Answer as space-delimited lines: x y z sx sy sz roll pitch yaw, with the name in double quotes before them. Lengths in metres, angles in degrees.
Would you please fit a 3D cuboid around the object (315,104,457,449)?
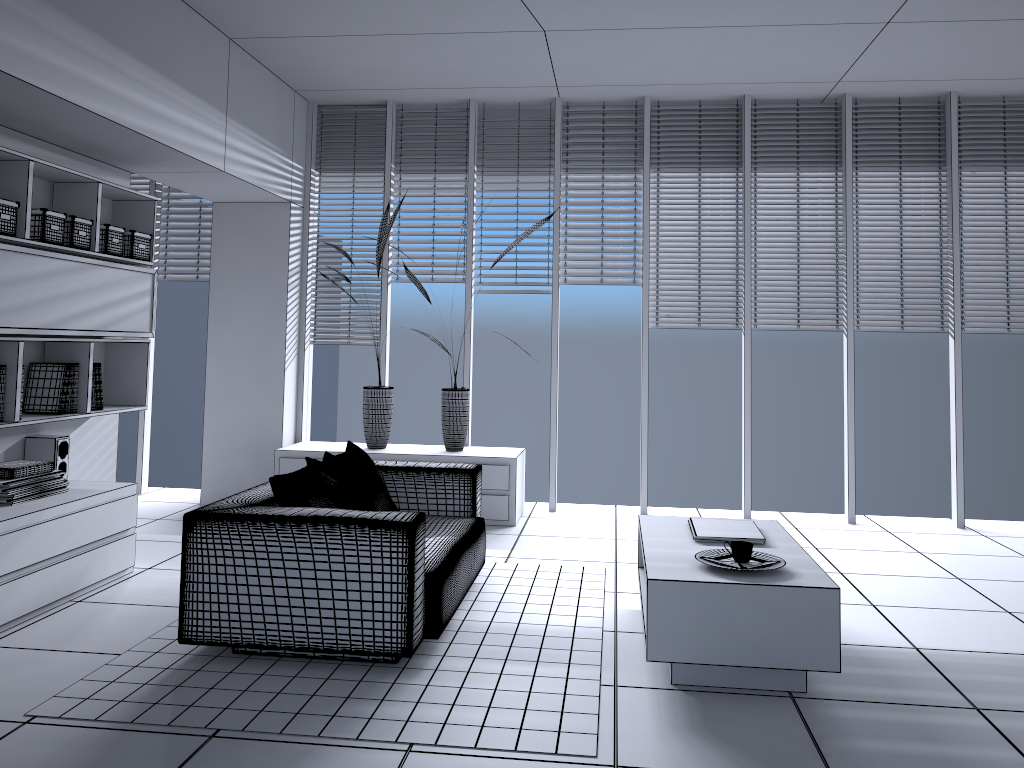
"object" -0.923 -1.050 6.526 1.426 3.004 0.492 -1 -4 35

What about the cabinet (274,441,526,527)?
"cabinet" -0.772 0.687 6.220 1.675 0.452 0.595 1 0 7

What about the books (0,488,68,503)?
"books" -2.306 0.510 4.079 0.285 0.008 0.414 1 2 8

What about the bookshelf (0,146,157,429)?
"bookshelf" -2.419 -0.426 3.813 0.327 1.256 2.811 1 1 7

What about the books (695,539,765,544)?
"books" 0.935 0.648 3.861 0.285 0.008 0.414 1 2 8

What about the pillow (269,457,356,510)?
"pillow" -0.807 0.545 3.761 0.340 0.391 0.566 1 0 4

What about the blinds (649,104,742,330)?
"blinds" 1.374 -1.250 6.543 0.715 1.700 0.047 1 -4 7

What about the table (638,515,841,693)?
"table" 0.859 0.857 3.611 0.650 0.390 1.198 1 2 7

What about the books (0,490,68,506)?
"books" -2.307 0.519 4.072 0.285 0.008 0.414 1 2 8

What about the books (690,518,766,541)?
"books" 0.934 0.633 3.851 0.285 0.008 0.414 1 2 8

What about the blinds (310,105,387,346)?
"blinds" -1.255 -1.244 6.849 0.637 1.893 0.057 1 -4 7

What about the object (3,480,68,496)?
"object" -2.312 0.471 4.065 0.285 0.008 0.414 1 2 8

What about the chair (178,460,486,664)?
"chair" -0.663 0.725 4.016 0.960 0.554 1.645 1 2 7

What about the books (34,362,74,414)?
"books" -2.356 0.022 4.497 0.207 0.261 0.074 1 -3 6

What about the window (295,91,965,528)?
"window" 1.124 -0.591 6.441 5.503 3.145 0.099 1 -4 7

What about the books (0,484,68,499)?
"books" -2.304 0.490 4.074 0.285 0.008 0.414 1 2 8

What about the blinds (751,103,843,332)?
"blinds" 2.078 -1.234 6.460 0.715 1.700 0.047 1 -4 7

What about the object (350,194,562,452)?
"object" -0.449 -0.461 6.102 1.550 1.875 0.688 1 -3 1

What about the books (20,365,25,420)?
"books" -2.408 0.038 4.151 0.207 0.260 0.050 1 -4 7

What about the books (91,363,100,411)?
"books" -2.334 0.013 4.764 0.207 0.261 0.074 1 -3 7

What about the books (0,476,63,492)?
"books" -2.318 0.451 4.033 0.285 0.008 0.414 1 2 8

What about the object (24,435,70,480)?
"object" -2.395 0.385 4.541 0.177 0.233 0.118 1 -3 7

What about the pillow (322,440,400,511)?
"pillow" -0.739 0.500 4.338 0.300 0.400 0.565 1 0 4

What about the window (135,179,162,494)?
"window" -3.164 -0.693 6.981 0.688 3.146 0.099 1 -4 7

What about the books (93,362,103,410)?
"books" -2.330 0.012 4.796 0.207 0.261 0.074 1 -3 7

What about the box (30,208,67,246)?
"box" -2.353 -0.764 4.295 0.281 0.163 0.178 1 0 7

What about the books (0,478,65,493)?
"books" -2.309 0.461 4.049 0.285 0.008 0.414 1 2 8

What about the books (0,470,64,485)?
"books" -2.315 0.422 4.035 0.285 0.008 0.414 1 2 8

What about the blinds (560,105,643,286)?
"blinds" 0.667 -1.429 6.639 0.637 1.385 0.038 1 -4 7

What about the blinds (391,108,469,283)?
"blinds" -0.613 -1.457 6.790 0.637 1.373 0.050 1 -4 7

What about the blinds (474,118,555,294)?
"blinds" 0.025 -1.361 6.708 0.637 1.364 0.057 1 -4 7

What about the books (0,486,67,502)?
"books" -2.315 0.500 4.063 0.285 0.008 0.414 1 2 8

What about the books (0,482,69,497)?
"books" -2.303 0.481 4.081 0.285 0.008 0.414 1 2 8

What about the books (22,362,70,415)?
"books" -2.359 0.023 4.465 0.207 0.261 0.074 1 -3 7

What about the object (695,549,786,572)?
"object" 0.845 0.662 3.270 0.329 0.024 0.328 3 3 36

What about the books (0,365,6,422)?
"books" -2.416 0.041 4.015 0.207 0.260 0.050 1 -4 7

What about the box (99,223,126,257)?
"box" -2.291 -0.785 4.816 0.281 0.163 0.178 1 0 7

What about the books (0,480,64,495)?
"books" -2.310 0.469 4.042 0.285 0.008 0.414 1 2 8

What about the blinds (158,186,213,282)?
"blinds" -2.500 -1.504 7.046 0.637 1.385 0.038 1 -4 7

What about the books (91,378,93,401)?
"books" -2.343 0.016 4.700 0.207 0.260 0.050 1 -4 7

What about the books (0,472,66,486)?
"books" -2.306 0.432 4.051 0.285 0.008 0.414 1 2 8

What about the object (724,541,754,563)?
"object" 0.847 0.625 3.269 0.096 0.070 0.084 1 0 -12

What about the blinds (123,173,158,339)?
"blinds" -3.142 -1.292 7.106 0.637 1.914 0.038 1 -4 7

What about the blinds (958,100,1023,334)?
"blinds" 3.507 -1.200 6.290 0.715 1.700 0.047 1 -4 7

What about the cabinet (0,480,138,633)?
"cabinet" -2.330 0.775 3.437 0.574 0.451 2.265 1 2 7

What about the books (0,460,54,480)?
"books" -2.280 0.392 4.042 0.207 0.050 0.258 1 2 12

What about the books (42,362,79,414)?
"books" -2.351 0.019 4.564 0.207 0.260 0.050 1 -4 7

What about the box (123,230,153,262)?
"box" -2.260 -0.796 5.082 0.281 0.163 0.216 1 0 7

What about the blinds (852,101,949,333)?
"blinds" 2.793 -1.217 6.375 0.715 1.700 0.047 1 -4 7

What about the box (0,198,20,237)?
"box" -2.393 -0.750 3.949 0.281 0.163 0.174 1 -1 7

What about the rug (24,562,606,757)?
"rug" -0.515 1.017 3.771 1.798 0.001 2.227 1 2 7

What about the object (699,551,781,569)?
"object" 0.844 0.656 3.267 0.217 0.012 0.214 -1 3 -37

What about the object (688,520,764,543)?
"object" 0.925 0.641 3.851 0.285 0.008 0.414 1 2 8

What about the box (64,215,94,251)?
"box" -2.327 -0.773 4.516 0.281 0.163 0.178 1 0 7
